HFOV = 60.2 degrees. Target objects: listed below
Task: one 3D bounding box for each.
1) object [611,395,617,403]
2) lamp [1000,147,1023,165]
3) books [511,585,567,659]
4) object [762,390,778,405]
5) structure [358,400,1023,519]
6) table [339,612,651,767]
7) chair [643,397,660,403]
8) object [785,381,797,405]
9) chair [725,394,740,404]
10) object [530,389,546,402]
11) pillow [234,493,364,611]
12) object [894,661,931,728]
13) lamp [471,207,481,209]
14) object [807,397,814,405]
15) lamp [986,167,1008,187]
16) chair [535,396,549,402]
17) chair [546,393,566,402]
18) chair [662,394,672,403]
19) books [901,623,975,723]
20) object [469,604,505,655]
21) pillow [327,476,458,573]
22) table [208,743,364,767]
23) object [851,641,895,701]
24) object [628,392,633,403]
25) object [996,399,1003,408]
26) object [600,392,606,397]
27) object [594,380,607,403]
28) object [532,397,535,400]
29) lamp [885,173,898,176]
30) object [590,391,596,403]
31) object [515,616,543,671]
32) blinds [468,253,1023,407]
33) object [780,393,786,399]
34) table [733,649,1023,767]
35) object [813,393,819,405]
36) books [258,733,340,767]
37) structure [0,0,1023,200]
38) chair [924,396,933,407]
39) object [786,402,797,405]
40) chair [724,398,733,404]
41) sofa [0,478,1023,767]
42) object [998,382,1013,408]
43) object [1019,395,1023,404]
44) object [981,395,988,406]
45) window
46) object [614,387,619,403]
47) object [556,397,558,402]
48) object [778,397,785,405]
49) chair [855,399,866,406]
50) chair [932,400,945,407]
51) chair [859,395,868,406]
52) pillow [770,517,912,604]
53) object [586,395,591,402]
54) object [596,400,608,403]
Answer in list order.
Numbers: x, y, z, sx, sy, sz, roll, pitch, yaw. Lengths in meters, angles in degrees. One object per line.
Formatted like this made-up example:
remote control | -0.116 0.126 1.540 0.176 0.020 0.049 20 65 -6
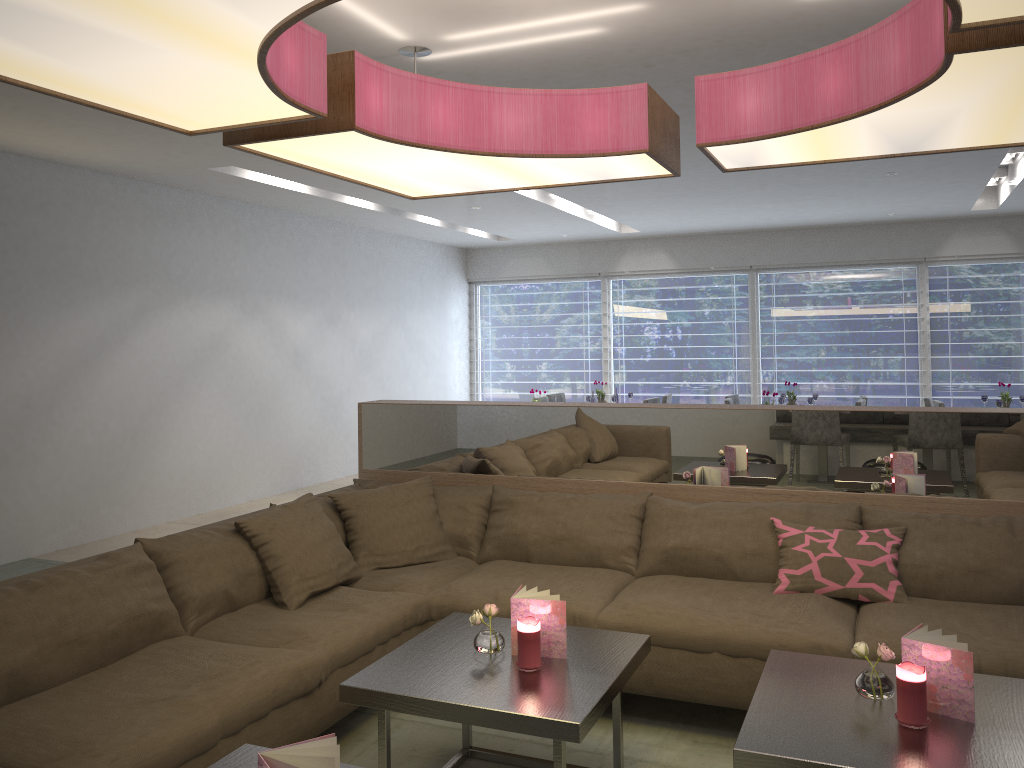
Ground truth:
object | 0.979 0.179 8.459 0.053 0.139 0.053 0 -1 -19
lamp | 3.853 -1.792 6.909 0.226 0.101 0.488 0 3 23
books | 0.067 0.684 2.501 0.143 0.164 0.258 -1 1 -13
object | 1.921 0.183 6.568 0.104 0.277 0.154 -1 -1 21
structure | 1.030 0.599 3.679 3.771 1.010 0.223 0 -1 23
table | -0.014 0.969 2.456 0.657 0.412 0.658 0 1 23
chair | 1.102 0.511 8.257 0.492 0.763 0.477 -1 -1 28
object | 2.516 0.110 7.964 0.104 0.277 0.154 -1 -1 21
chair | 2.305 0.489 8.328 0.492 0.763 0.477 -1 -1 28
object | 0.212 0.175 7.295 0.104 0.277 0.154 -1 -1 21
pillow | -0.781 0.610 3.261 0.312 0.339 0.494 -1 1 17
object | 0.909 0.705 2.012 0.075 0.129 0.075 -1 -1 -4
lamp | -0.320 -1.570 7.885 0.089 0.007 0.089 -2 3 -22
object | 2.622 0.186 7.760 0.053 0.139 0.053 0 -1 -25
lamp | 4.289 -1.846 7.933 0.226 0.101 0.488 0 3 23
chair | 0.501 0.507 8.523 0.492 0.763 0.476 -1 -1 18
chair | 0.654 0.482 9.031 0.492 0.763 0.477 -1 -1 28
chair | 1.323 0.484 8.755 0.492 0.763 0.476 -1 -1 18
books | 1.038 0.687 2.108 0.157 0.165 0.143 -1 0 43
object | -0.070 0.697 2.525 0.100 0.129 0.095 -1 0 6
pillow | -0.490 0.589 3.666 0.503 0.357 0.297 -2 0 -35
table | -0.413 1.018 1.520 0.657 0.412 0.658 0 1 23
object | 0.886 0.698 2.171 0.092 0.132 0.102 -1 0 -12
object | 1.206 0.151 8.990 0.053 0.139 0.053 0 -1 -19
object | 3.942 0.195 7.146 0.053 0.139 0.053 0 -1 -25
object | 0.937 0.150 9.104 0.053 0.139 0.053 0 -1 -19
object | 0.865 0.102 8.667 0.104 0.277 0.154 -1 -1 21
object | 0.181 0.207 7.460 0.052 0.201 0.052 0 -2 -25
lamp | 2.815 -1.556 6.552 0.089 0.007 0.089 -2 3 -22
object | 0.751 0.163 8.224 0.052 0.201 0.052 -1 -2 -13
object | 0.046 0.701 2.391 0.075 0.129 0.075 -1 -1 -4
blinds | 2.713 -0.325 9.949 7.092 2.047 0.045 0 -1 23
object | 2.579 0.157 8.405 0.053 0.139 0.053 0 -1 -19
table | 0.908 0.973 2.063 0.657 0.412 0.658 0 1 23
object | 2.848 0.158 8.291 0.053 0.139 0.053 0 -1 -25
books | -0.346 0.735 1.532 0.143 0.165 0.157 -1 0 -32
structure | 0.211 -1.019 2.137 2.440 0.619 2.448 0 3 23
chair | 3.862 0.496 7.665 0.492 0.763 0.477 -1 -1 28
object | 2.538 0.195 8.023 0.203 0.100 0.070 -1 0 -7
chair | 2.152 0.515 7.821 0.492 0.763 0.476 -1 -1 18
sofa | 0.349 0.850 2.098 3.764 0.676 3.181 0 3 23
object | 4.073 0.117 7.302 0.104 0.277 0.154 -1 -1 21
object | 4.408 0.165 7.627 0.053 0.139 0.053 0 -1 -25
object | 4.139 0.164 7.742 0.053 0.139 0.053 0 -1 -25
window | 2.765 -0.303 10.041 7.097 2.077 0.158 0 -1 23
object | 1.026 0.136 8.737 0.052 0.201 0.052 -1 -2 -13
object | 0.375 0.210 7.342 0.052 0.201 0.052 0 -2 -25
object | 2.382 0.188 7.810 0.053 0.139 0.053 0 -1 -19
chair | 2.753 0.518 7.554 0.492 0.763 0.477 -1 -1 28
chair | 3.709 0.522 7.158 0.492 0.763 0.476 -1 -1 18
chair | 2.974 0.492 8.052 0.492 0.763 0.476 -1 -1 18
pillow | 1.144 0.620 3.097 0.463 0.253 0.180 0 0 19
object | 0.740 0.180 8.509 0.053 0.139 0.053 0 -1 -19
object | 0.887 0.187 8.725 0.203 0.100 0.070 -1 0 -7
